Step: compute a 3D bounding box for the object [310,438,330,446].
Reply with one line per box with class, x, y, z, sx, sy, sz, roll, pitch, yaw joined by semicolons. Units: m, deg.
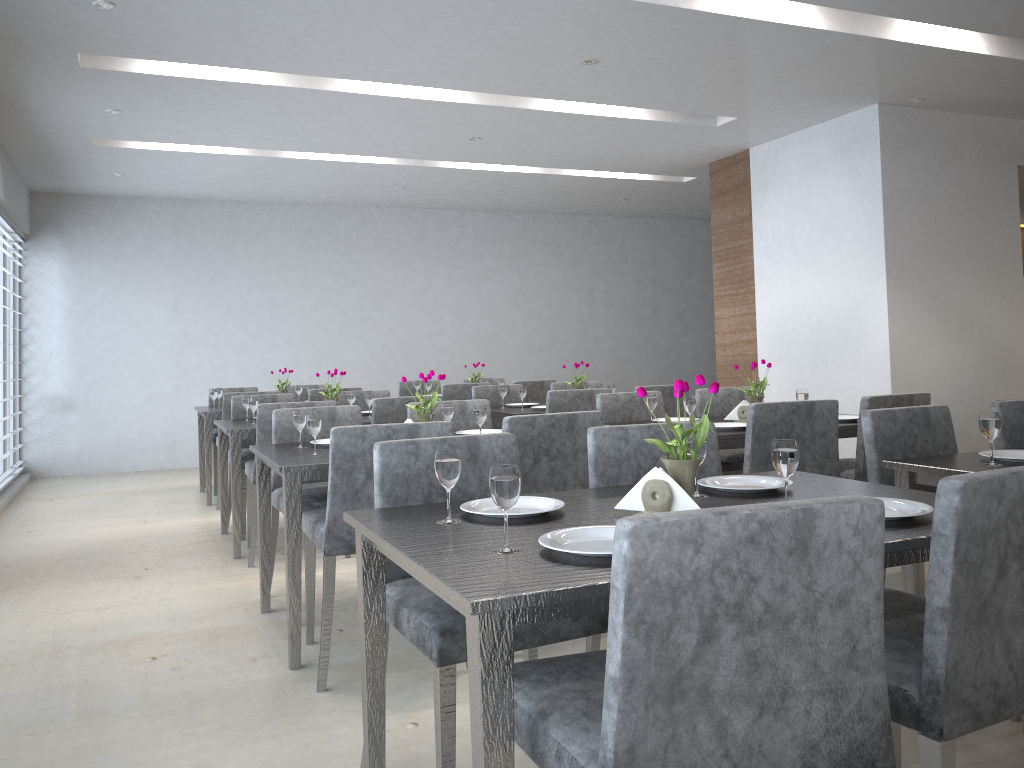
object;-0.661;0.223;3.378;0.217;0.015;0.216;-2;2;-23

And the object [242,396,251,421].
object;-1.457;0.134;4.861;0.053;0.139;0.053;-2;-2;25

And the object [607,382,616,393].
object;0.614;0.059;5.457;0.053;0.139;0.053;-2;-2;25

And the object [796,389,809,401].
object;1.280;0.092;3.893;0.053;0.139;0.053;-2;-2;25

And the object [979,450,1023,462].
object;1.398;0.199;2.418;0.217;0.015;0.216;-2;2;-23

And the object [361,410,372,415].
object;-0.791;0.168;5.178;0.216;0.015;0.217;0;3;45

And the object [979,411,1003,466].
object;1.264;0.143;2.334;0.053;0.139;0.053;-2;-2;25

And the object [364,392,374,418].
object;-0.788;0.115;4.885;0.053;0.139;0.053;-2;-2;25

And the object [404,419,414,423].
object;-0.377;0.177;3.265;0.203;0.100;0.070;-1;0;37

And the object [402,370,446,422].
object;-0.322;0.086;3.299;0.155;0.277;0.103;-1;-2;-26

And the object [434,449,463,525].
object;-0.125;0.200;1.732;0.053;0.139;0.053;-2;-2;19

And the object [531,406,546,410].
object;0.218;0.140;5.190;0.217;0.015;0.216;-3;3;-43

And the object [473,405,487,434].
object;-0.119;0.149;3.315;0.053;0.139;0.053;-2;-2;19

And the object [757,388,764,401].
object;1.142;0.089;4.094;0.053;0.139;0.053;-2;-2;25

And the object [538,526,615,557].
object;0.152;0.264;1.468;0.217;0.015;0.216;-2;2;-23

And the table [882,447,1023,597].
table;1.745;0.517;2.338;1.189;0.636;0.776;-2;0;-23

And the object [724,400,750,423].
object;1.019;0.120;3.860;0.203;0.100;0.070;-1;0;37

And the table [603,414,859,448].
table;1.083;0.484;3.893;1.189;0.636;0.776;-2;0;-23

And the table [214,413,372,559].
table;-0.983;0.508;4.870;1.189;0.636;0.776;-2;0;-23

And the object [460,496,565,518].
object;0.001;0.256;1.822;0.217;0.015;0.216;-2;2;-23

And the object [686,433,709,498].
object;0.407;0.179;1.958;0.053;0.139;0.053;-2;-2;19

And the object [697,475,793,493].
object;0.540;0.234;2.052;0.217;0.015;0.216;-2;2;-23

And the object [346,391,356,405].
object;-0.926;0.112;5.087;0.053;0.139;0.053;-2;-2;25

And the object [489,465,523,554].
object;-0.011;0.206;1.464;0.053;0.139;0.053;-2;-2;25

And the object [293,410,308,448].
object;-0.788;0.167;3.290;0.053;0.139;0.053;-2;-2;19

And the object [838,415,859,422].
object;1.425;0.151;3.848;0.217;0.015;0.216;-2;2;-23

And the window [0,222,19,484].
window;-3.631;-0.225;5.956;0.159;2.077;3.653;0;0;-23

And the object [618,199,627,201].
object;1.121;-1.866;8.973;0.089;0.007;0.089;-1;2;22

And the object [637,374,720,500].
object;0.340;0.119;1.743;0.155;0.277;0.103;-1;-2;-26

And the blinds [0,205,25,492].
blinds;-3.538;-0.256;6.007;0.045;2.047;3.644;0;0;-23

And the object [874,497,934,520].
object;0.691;0.241;1.697;0.217;0.015;0.216;-2;2;-23

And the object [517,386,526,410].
object;0.059;0.083;5.164;0.053;0.139;0.053;-2;-2;25

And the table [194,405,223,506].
table;-1.679;0.474;6.505;1.189;0.636;0.776;-2;0;-23

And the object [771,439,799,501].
object;0.544;0.182;1.757;0.053;0.139;0.053;-2;-2;25

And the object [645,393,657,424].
object;0.611;0.111;3.868;0.053;0.139;0.053;-2;-2;25

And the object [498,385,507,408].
object;-0.055;0.078;5.432;0.053;0.139;0.053;-2;-2;25

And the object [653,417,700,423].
object;0.736;0.166;3.973;0.216;0.015;0.217;-1;2;23

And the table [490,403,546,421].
table;0.414;0.451;5.465;1.189;0.636;0.776;-2;0;-23

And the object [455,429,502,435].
object;-0.122;0.201;3.607;0.217;0.015;0.216;-2;2;-23

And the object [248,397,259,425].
object;-1.343;0.140;4.592;0.053;0.139;0.053;-2;-2;25

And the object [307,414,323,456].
object;-0.674;0.173;3.022;0.053;0.139;0.053;-2;-2;19

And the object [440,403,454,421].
object;-0.257;0.146;3.517;0.053;0.139;0.053;-2;-2;19

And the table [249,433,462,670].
table;-0.314;0.542;3.298;1.189;0.636;0.776;-2;0;-23

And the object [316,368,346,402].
object;-0.991;0.053;4.870;0.155;0.277;0.103;-1;-2;-26

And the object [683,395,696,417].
object;0.725;0.116;3.600;0.053;0.139;0.053;-2;-2;19

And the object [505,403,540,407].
object;0.067;0.133;5.544;0.217;0.015;0.216;-3;3;-43

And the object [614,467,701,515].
object;0.285;0.210;1.710;0.203;0.100;0.070;-1;0;37

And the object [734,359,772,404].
object;1.074;0.029;3.894;0.155;0.277;0.103;-1;-2;-26

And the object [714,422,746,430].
object;0.887;0.173;3.619;0.217;0.015;0.216;-2;2;-23

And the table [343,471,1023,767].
table;0.348;0.575;1.743;1.189;0.636;0.776;-2;0;-23
